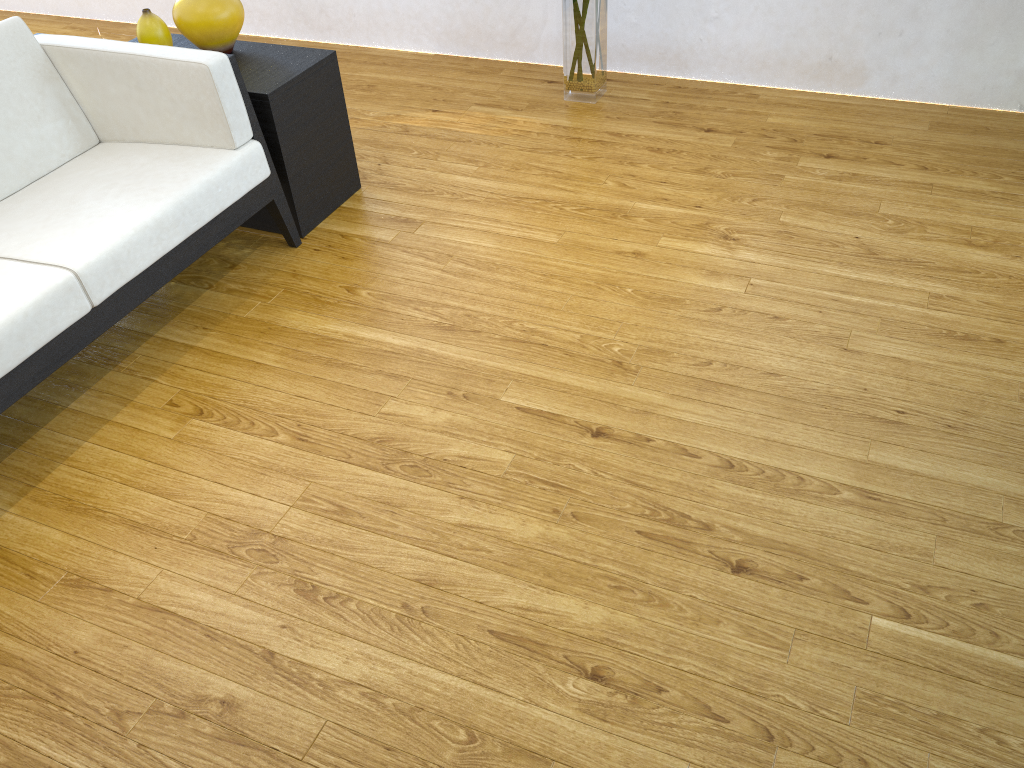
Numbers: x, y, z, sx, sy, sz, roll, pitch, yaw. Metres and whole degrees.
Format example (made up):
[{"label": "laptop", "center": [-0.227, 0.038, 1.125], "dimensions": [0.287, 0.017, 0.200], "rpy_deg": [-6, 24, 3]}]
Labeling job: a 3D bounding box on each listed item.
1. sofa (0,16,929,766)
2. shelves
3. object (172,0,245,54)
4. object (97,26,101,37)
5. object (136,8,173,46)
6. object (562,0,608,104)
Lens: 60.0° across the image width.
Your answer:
[{"label": "sofa", "center": [-0.815, 0.038, 1.661], "dimensions": [9.699, 0.690, 5.266], "rpy_deg": [13, 43, 20]}, {"label": "shelves", "center": [-0.922, -0.808, 2.833], "dimensions": [0.728, 0.458, 0.344], "rpy_deg": [13, 43, 20]}, {"label": "object", "center": [-0.905, -1.100, 2.652], "dimensions": [0.206, 0.219, 0.204], "rpy_deg": [-19, 42, -16]}, {"label": "object", "center": [-1.238, -1.029, 2.686], "dimensions": [0.071, 0.105, 0.070], "rpy_deg": [-30, 46, -27]}, {"label": "object", "center": [-1.054, -1.021, 2.616], "dimensions": [0.095, 0.163, 0.094], "rpy_deg": [-19, 42, -16]}, {"label": "object", "center": [0.243, -1.541, 3.177], "dimensions": [0.484, 0.996, 0.374], "rpy_deg": [-5, 40, -1]}]
